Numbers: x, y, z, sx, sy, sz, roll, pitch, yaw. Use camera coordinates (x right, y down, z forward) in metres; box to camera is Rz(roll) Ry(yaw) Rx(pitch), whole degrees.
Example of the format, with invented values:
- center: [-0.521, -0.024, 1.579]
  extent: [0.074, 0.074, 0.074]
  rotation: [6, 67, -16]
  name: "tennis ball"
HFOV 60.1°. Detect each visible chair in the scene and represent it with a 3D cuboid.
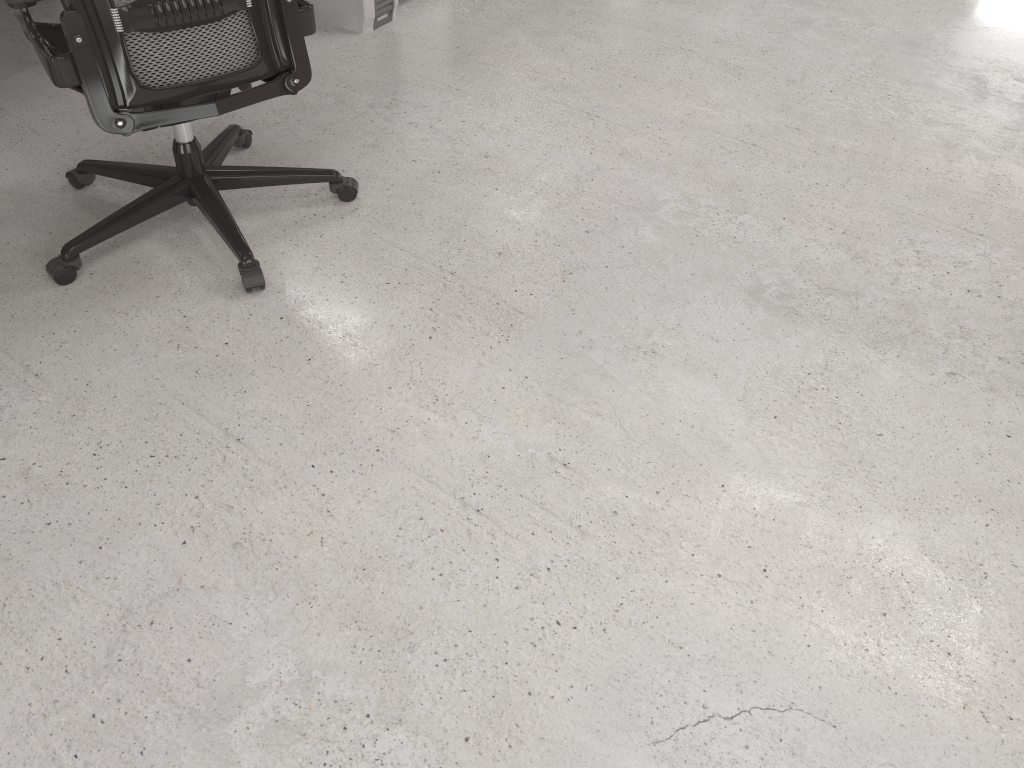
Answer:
- center: [-0.826, -0.825, 1.977]
  extent: [0.800, 1.059, 0.782]
  rotation: [28, 48, 26]
  name: "chair"

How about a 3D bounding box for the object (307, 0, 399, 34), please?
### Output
- center: [-0.712, -1.634, 3.349]
  extent: [0.544, 0.443, 0.225]
  rotation: [22, 45, 21]
  name: "object"
